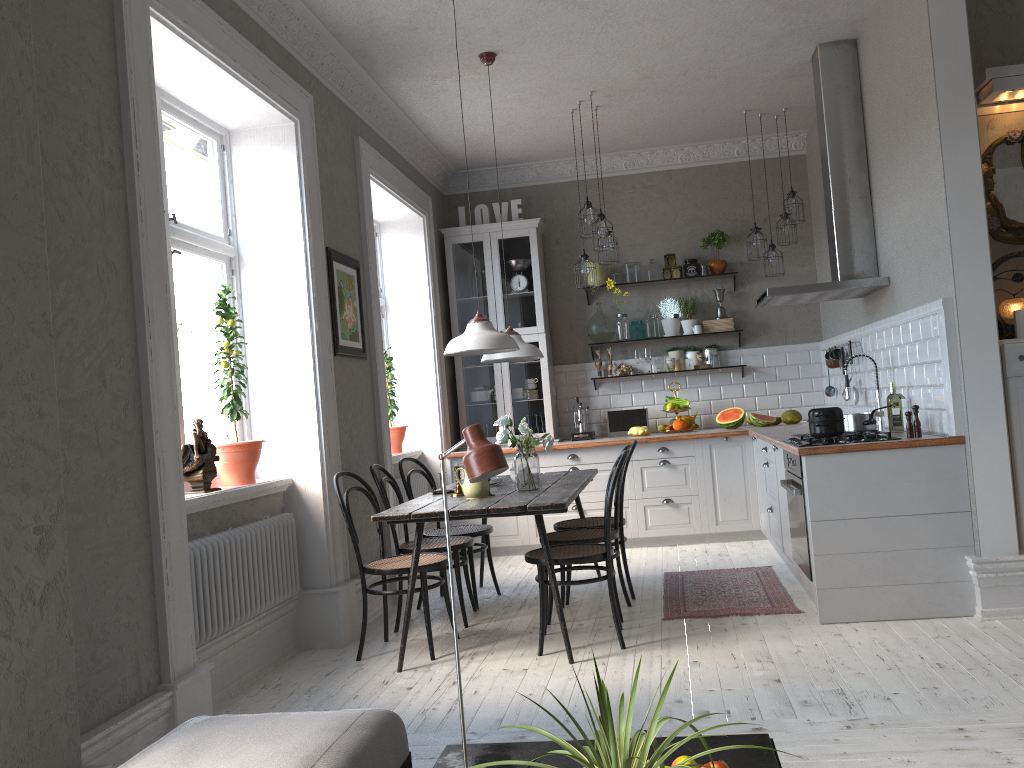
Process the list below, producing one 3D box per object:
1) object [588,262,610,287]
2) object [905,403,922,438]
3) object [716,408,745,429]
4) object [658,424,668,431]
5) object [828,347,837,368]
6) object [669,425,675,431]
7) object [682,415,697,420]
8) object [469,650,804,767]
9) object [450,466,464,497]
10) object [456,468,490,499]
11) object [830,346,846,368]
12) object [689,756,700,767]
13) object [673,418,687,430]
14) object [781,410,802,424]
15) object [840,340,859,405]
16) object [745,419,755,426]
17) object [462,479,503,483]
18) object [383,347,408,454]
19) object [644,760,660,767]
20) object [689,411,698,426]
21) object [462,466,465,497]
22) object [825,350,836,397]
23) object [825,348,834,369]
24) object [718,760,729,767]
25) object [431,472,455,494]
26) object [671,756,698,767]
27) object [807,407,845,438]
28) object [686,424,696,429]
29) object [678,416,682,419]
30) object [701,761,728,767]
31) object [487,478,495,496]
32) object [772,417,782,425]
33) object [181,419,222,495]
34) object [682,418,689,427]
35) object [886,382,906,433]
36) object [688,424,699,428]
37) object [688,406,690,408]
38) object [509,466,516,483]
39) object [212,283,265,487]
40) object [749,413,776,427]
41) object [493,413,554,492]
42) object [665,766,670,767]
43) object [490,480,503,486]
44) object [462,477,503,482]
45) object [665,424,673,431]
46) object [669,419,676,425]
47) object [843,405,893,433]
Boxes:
[{"bbox_3d":[0.740,-0.944,7.671,0.188,0.216,0.176,-5,-2,22],"label":"object"},{"bbox_3d":[1.984,0.181,4.384,0.072,0.166,0.036,-5,-2,8],"label":"object"},{"bbox_3d":[1.776,0.283,7.201,0.231,0.174,0.221,-6,-2,30],"label":"object"},{"bbox_3d":[1.284,0.368,7.456,0.075,0.072,0.155,-6,-2,38],"label":"object"},{"bbox_3d":[2.415,-0.200,6.600,0.107,0.161,0.138,-5,-2,11],"label":"object"},{"bbox_3d":[1.336,0.375,7.428,0.070,0.076,0.227,-4,-2,-8],"label":"object"},{"bbox_3d":[1.486,0.288,7.435,0.127,0.056,0.059,-5,-2,0],"label":"object"},{"bbox_3d":[0.215,0.691,1.598,0.719,0.420,0.674,-6,-2,26],"label":"object"},{"bbox_3d":[-0.284,0.505,4.677,0.097,0.172,0.095,-4,-2,-10],"label":"object"},{"bbox_3d":[-0.190,0.491,4.471,0.152,0.170,0.133,-4,-2,-30],"label":"object"},{"bbox_3d":[2.384,-0.201,6.476,0.106,0.161,0.139,-5,-2,26],"label":"object"},{"bbox_3d":[0.409,0.873,2.039,0.047,0.036,0.062,-5,-2,19],"label":"object"},{"bbox_3d":[1.380,0.332,7.298,0.115,0.110,0.110,-4,-2,-24],"label":"object"},{"bbox_3d":[2.276,0.269,7.212,0.207,0.119,0.130,-4,-2,-29],"label":"object"},{"bbox_3d":[2.310,-0.072,6.109,0.080,0.443,0.331,-5,-2,10],"label":"object"},{"bbox_3d":[2.052,0.319,7.389,0.197,0.067,0.104,-5,-2,14],"label":"object"},{"bbox_3d":[-0.171,0.573,5.134,0.241,0.027,0.233,-4,-2,-24],"label":"object"},{"bbox_3d":[-0.941,0.123,6.763,0.255,0.813,0.265,-6,-2,36],"label":"object"},{"bbox_3d":[0.315,0.878,1.997,0.064,0.039,0.067,-5,-2,14],"label":"object"},{"bbox_3d":[1.512,0.292,7.424,0.060,0.120,0.128,-6,-2,32],"label":"object"},{"bbox_3d":[-0.237,0.498,4.597,0.061,0.172,0.063,-6,-2,30],"label":"object"},{"bbox_3d":[2.495,-0.087,6.982,0.076,0.378,0.083,-5,-2,9],"label":"object"},{"bbox_3d":[2.436,-0.198,6.728,0.107,0.161,0.138,-5,-2,21],"label":"object"},{"bbox_3d":[0.461,0.867,1.991,0.046,0.037,0.068,-6,-2,35],"label":"object"},{"bbox_3d":[-0.385,0.551,4.932,0.140,0.112,0.138,-4,-2,-9],"label":"object"},{"bbox_3d":[0.388,0.860,1.971,0.060,0.062,0.063,-4,-2,-10],"label":"object"},{"bbox_3d":[1.602,0.195,4.517,0.192,0.147,0.191,-4,-2,-12],"label":"object"},{"bbox_3d":[1.482,0.360,7.353,0.069,0.051,0.088,-4,-2,-34],"label":"object"},{"bbox_3d":[1.418,0.313,7.486,0.085,0.093,0.087,-5,-2,4],"label":"object"},{"bbox_3d":[0.438,0.853,1.916,0.073,0.064,0.077,-6,-2,39],"label":"object"},{"bbox_3d":[-0.121,0.490,4.546,0.058,0.167,0.060,-5,-2,22],"label":"object"},{"bbox_3d":[2.152,0.304,7.278,0.204,0.073,0.118,-4,-2,-29],"label":"object"},{"bbox_3d":[-1.398,0.318,3.903,0.119,0.329,0.238,-5,-2,11],"label":"object"},{"bbox_3d":[1.431,0.318,7.368,0.087,0.078,0.089,-6,-2,35],"label":"object"},{"bbox_3d":[2.132,0.129,4.904,0.089,0.282,0.082,-5,-2,9],"label":"object"},{"bbox_3d":[1.485,0.354,7.476,0.055,0.044,0.212,-3,-2,-43],"label":"object"},{"bbox_3d":[1.468,0.198,7.425,0.051,0.050,0.050,-5,-2,18],"label":"object"},{"bbox_3d":[0.046,0.518,5.150,0.123,0.119,0.129,-5,-2,24],"label":"object"},{"bbox_3d":[-1.361,-0.005,4.301,0.276,0.991,0.264,-3,-2,-42],"label":"object"},{"bbox_3d":[2.023,0.283,7.118,0.226,0.127,0.147,-4,-2,-9],"label":"object"},{"bbox_3d":[0.070,0.352,4.646,0.310,0.414,0.252,-5,-2,7],"label":"object"},{"bbox_3d":[0.338,0.865,1.932,0.063,0.058,0.060,-4,-2,-37],"label":"object"},{"bbox_3d":[-0.170,0.582,5.134,0.233,0.027,0.241,-6,-2,26],"label":"object"},{"bbox_3d":[-0.172,0.564,5.135,0.233,0.027,0.242,-6,-2,31],"label":"object"},{"bbox_3d":[1.318,0.367,7.415,0.083,0.057,0.090,-6,-2,40],"label":"object"},{"bbox_3d":[1.389,0.326,7.497,0.077,0.076,0.157,-6,-2,35],"label":"object"},{"bbox_3d":[1.906,0.183,4.709,0.297,0.134,0.178,-6,-2,43],"label":"object"}]
